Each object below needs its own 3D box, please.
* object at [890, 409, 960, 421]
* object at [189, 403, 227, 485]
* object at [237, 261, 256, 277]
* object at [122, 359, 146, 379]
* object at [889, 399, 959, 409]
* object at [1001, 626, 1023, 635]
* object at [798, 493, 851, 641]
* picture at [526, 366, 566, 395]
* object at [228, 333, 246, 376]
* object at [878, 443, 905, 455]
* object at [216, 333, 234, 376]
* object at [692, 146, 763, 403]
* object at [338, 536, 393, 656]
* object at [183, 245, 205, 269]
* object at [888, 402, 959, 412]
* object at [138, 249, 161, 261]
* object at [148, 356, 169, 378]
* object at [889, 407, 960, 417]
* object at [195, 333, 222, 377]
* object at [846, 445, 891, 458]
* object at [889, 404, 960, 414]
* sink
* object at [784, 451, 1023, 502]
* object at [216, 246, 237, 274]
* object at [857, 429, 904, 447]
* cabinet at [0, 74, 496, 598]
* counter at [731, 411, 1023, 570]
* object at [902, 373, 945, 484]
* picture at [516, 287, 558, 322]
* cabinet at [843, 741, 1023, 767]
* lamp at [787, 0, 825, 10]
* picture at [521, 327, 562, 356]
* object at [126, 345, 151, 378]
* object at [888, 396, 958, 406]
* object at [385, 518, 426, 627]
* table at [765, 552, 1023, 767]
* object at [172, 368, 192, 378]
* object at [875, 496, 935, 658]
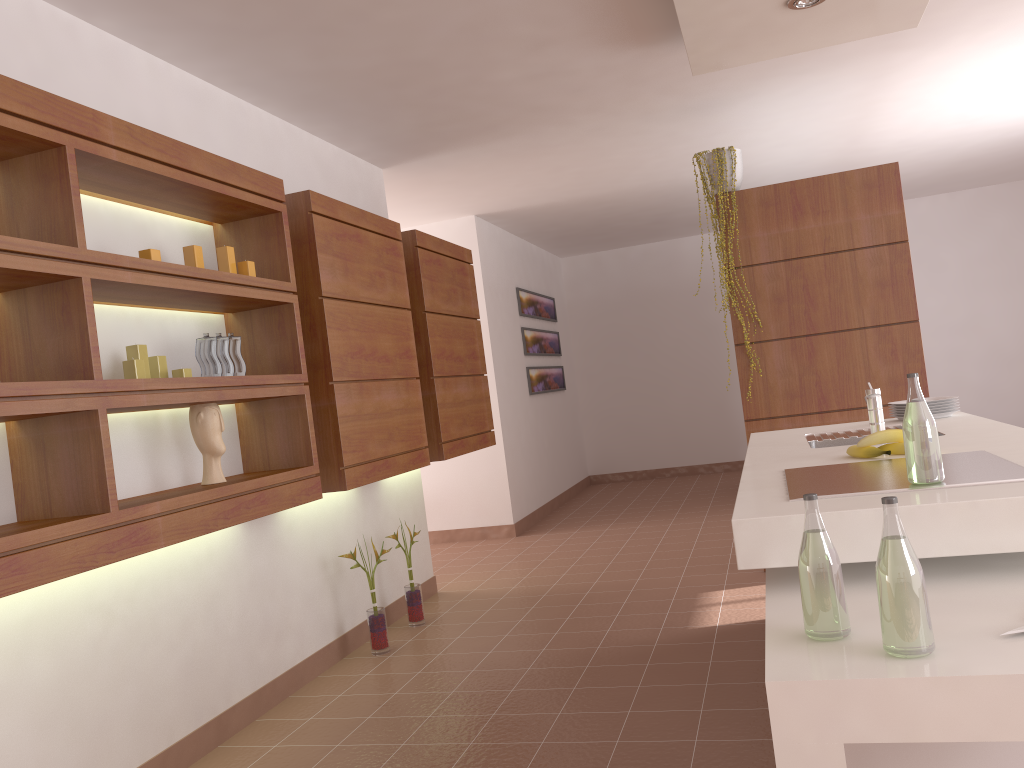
[{"bbox_3d":[1.605,0.123,3.451,0.228,0.020,0.228,-7,-1,-2],"label":"object"},{"bbox_3d":[-1.006,0.189,2.932,0.100,0.284,0.100,-7,-1,-44],"label":"object"},{"bbox_3d":[-0.937,-0.396,3.133,0.044,0.070,0.044,-7,-1,16],"label":"object"},{"bbox_3d":[-1.116,-0.035,2.623,0.044,0.070,0.044,-7,-1,16],"label":"object"},{"bbox_3d":[1.600,0.082,3.451,0.228,0.020,0.228,-7,-1,-2],"label":"object"},{"bbox_3d":[0.902,0.347,1.358,0.375,0.008,0.041,-7,-1,-17],"label":"object"},{"bbox_3d":[0.497,0.293,1.434,0.071,0.230,0.071,-7,-1,-3],"label":"object"},{"bbox_3d":[0.339,-0.044,8.404,0.015,0.248,1.408,-7,-1,16],"label":"picture"},{"bbox_3d":[-0.976,-0.096,3.099,0.054,0.165,0.065,-8,-1,32],"label":"object"},{"bbox_3d":[1.065,0.175,2.402,0.060,0.033,0.207,-7,-1,-29],"label":"object"},{"bbox_3d":[-1.004,-0.093,3.054,0.054,0.165,0.065,-8,-1,32],"label":"object"},{"bbox_3d":[1.152,-0.566,4.685,0.297,1.344,0.279,-7,-1,-25],"label":"object"},{"bbox_3d":[-0.635,0.956,4.042,0.087,0.546,0.296,-8,-1,32],"label":"object"},{"bbox_3d":[-1.025,-0.402,2.857,0.044,0.099,0.044,-7,-1,16],"label":"object"},{"bbox_3d":[1.601,0.093,3.451,0.228,0.020,0.228,-7,-1,-2],"label":"object"},{"bbox_3d":[-1.060,-0.375,2.595,0.044,0.049,0.044,-7,-1,16],"label":"object"},{"bbox_3d":[-1.124,-0.042,2.814,0.044,0.090,0.044,-7,-1,16],"label":"object"},{"bbox_3d":[1.604,0.113,3.451,0.228,0.020,0.228,-7,-1,-2],"label":"object"},{"bbox_3d":[-1.031,-0.090,3.010,0.054,0.165,0.065,-8,-1,32],"label":"object"},{"bbox_3d":[0.973,0.187,2.457,0.060,0.033,0.207,-7,-1,-4],"label":"object"},{"bbox_3d":[1.603,0.103,3.451,0.228,0.020,0.228,-7,-1,-2],"label":"object"},{"bbox_3d":[1.232,0.172,3.064,0.404,0.368,0.668,-7,-1,16],"label":"sink"},{"bbox_3d":[0.894,0.208,2.064,0.493,0.006,0.551,-7,-1,16],"label":"object"},{"bbox_3d":[-0.990,-0.415,3.082,0.044,0.120,0.044,-7,-1,16],"label":"object"},{"bbox_3d":[1.050,0.149,2.430,0.207,0.055,0.047,-7,-1,-7],"label":"object"},{"bbox_3d":[-1.183,-0.118,3.261,0.754,1.200,4.718,-7,-1,16],"label":"cabinet"},{"bbox_3d":[1.169,0.584,2.655,0.821,0.800,2.156,-7,-1,16],"label":"counter"},{"bbox_3d":[0.854,0.092,1.858,0.071,0.230,0.071,-7,-1,-3],"label":"object"},{"bbox_3d":[0.250,-0.738,8.411,0.015,0.248,1.408,-7,-1,16],"label":"picture"},{"bbox_3d":[1.164,0.635,2.600,0.737,0.700,2.048,-7,-1,16],"label":"cabinet"},{"bbox_3d":[1.050,-1.387,3.157,0.143,0.059,0.143,-8,-1,44],"label":"lamp"},{"bbox_3d":[0.294,-0.391,8.408,0.015,0.248,1.408,-7,-1,16],"label":"picture"},{"bbox_3d":[-1.134,-0.057,2.694,0.044,0.120,0.044,-7,-1,16],"label":"object"},{"bbox_3d":[1.599,0.072,3.451,0.228,0.020,0.228,-7,-1,-2],"label":"object"},{"bbox_3d":[-0.514,0.945,4.470,0.087,0.546,0.296,-7,-1,16],"label":"object"},{"bbox_3d":[0.891,0.687,1.641,0.737,0.647,1.003,-7,-1,16],"label":"table"},{"bbox_3d":[-1.048,-0.027,2.818,0.044,0.040,0.044,-7,-1,16],"label":"object"},{"bbox_3d":[0.572,0.282,1.310,0.071,0.230,0.071,-7,-1,-3],"label":"object"}]
